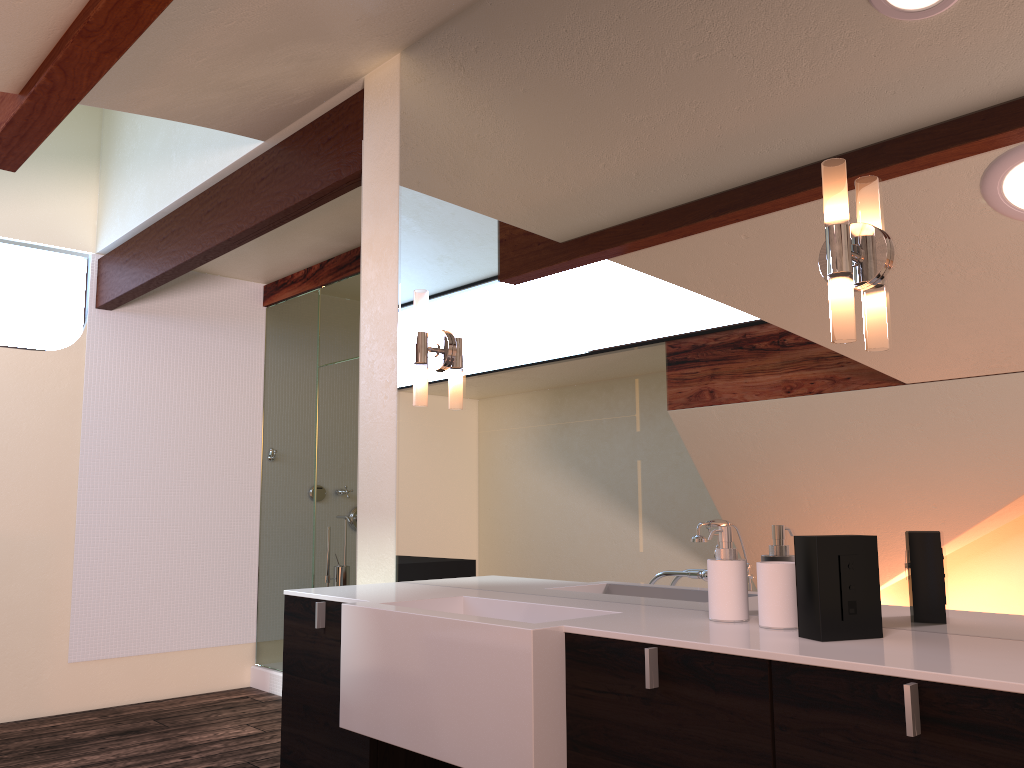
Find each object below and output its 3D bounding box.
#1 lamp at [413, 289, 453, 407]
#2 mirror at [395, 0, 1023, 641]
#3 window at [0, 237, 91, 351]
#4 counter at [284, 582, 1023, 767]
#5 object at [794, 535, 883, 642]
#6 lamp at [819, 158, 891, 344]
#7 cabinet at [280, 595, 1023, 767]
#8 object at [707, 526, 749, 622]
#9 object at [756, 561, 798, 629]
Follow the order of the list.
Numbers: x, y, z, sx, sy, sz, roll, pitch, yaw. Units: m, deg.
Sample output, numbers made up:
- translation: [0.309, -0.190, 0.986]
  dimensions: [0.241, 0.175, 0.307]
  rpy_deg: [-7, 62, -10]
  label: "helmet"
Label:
- translation: [-0.241, -0.110, 2.500]
  dimensions: [0.083, 0.363, 0.132]
  rpy_deg: [6, -9, -42]
  label: "lamp"
- translation: [0.743, -0.458, 1.518]
  dimensions: [0.011, 1.834, 3.244]
  rpy_deg: [6, -10, -42]
  label: "mirror"
- translation: [-2.005, -0.799, 3.027]
  dimensions: [2.112, 0.673, 3.528]
  rpy_deg: [8, -12, -42]
  label: "window"
- translation: [0.130, 0.652, 1.734]
  dimensions: [0.443, 0.294, 1.861]
  rpy_deg: [7, -12, -42]
  label: "counter"
- translation: [0.521, 0.359, 1.418]
  dimensions: [0.116, 0.177, 0.067]
  rpy_deg: [2, -8, -19]
  label: "object"
- translation: [0.595, -0.261, 1.588]
  dimensions: [0.083, 0.363, 0.132]
  rpy_deg: [6, -9, -42]
  label: "lamp"
- translation: [0.153, 0.977, 1.714]
  dimensions: [0.386, 0.918, 1.861]
  rpy_deg: [6, -11, -42]
  label: "cabinet"
- translation: [0.399, 0.392, 1.655]
  dimensions: [0.080, 0.189, 0.074]
  rpy_deg: [0, -7, -2]
  label: "object"
- translation: [0.467, 0.409, 1.550]
  dimensions: [0.073, 0.122, 0.073]
  rpy_deg: [-7, -10, 42]
  label: "object"
